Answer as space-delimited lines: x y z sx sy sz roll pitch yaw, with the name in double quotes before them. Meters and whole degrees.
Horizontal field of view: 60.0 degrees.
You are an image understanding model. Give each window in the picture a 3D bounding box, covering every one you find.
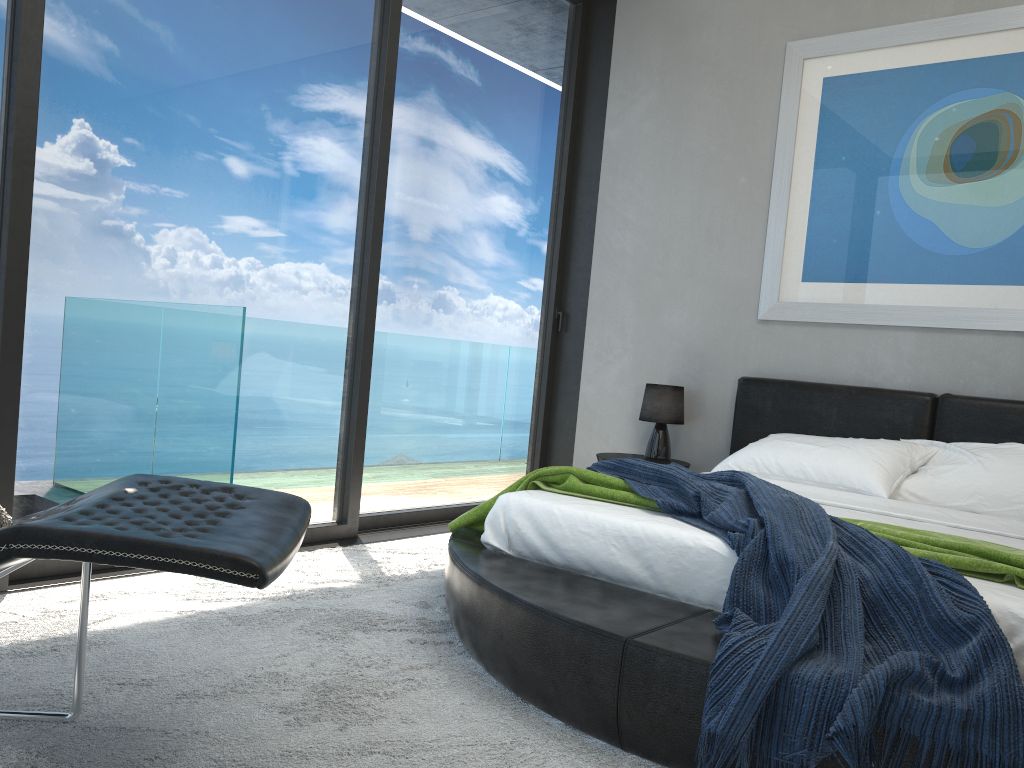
"window" 1.725 -0.655 4.391 3.591 3.187 9.728 7 2 39

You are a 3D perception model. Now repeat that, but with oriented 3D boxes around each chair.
"chair" -1.062 0.265 1.686 1.281 0.996 0.638 5 3 -6

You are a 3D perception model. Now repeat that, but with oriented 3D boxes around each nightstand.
"nightstand" 0.673 0.616 4.703 0.497 0.440 0.496 3 3 -40

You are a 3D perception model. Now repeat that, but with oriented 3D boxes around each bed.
"bed" 1.095 0.457 3.044 2.751 0.935 2.618 7 2 39

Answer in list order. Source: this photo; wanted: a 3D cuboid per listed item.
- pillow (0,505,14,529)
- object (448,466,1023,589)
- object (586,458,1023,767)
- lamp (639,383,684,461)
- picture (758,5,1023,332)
"pillow" -1.192 0.248 1.675 0.313 0.199 0.441 5 2 -10
"object" 0.786 0.513 2.682 2.299 0.342 0.646 7 2 38
"object" 0.595 0.553 2.710 0.685 0.568 2.151 5 2 -9
"lamp" 0.798 0.204 4.740 0.241 0.400 0.219 6 3 8
"picture" 2.026 -0.949 3.958 1.797 1.402 0.025 7 3 39
